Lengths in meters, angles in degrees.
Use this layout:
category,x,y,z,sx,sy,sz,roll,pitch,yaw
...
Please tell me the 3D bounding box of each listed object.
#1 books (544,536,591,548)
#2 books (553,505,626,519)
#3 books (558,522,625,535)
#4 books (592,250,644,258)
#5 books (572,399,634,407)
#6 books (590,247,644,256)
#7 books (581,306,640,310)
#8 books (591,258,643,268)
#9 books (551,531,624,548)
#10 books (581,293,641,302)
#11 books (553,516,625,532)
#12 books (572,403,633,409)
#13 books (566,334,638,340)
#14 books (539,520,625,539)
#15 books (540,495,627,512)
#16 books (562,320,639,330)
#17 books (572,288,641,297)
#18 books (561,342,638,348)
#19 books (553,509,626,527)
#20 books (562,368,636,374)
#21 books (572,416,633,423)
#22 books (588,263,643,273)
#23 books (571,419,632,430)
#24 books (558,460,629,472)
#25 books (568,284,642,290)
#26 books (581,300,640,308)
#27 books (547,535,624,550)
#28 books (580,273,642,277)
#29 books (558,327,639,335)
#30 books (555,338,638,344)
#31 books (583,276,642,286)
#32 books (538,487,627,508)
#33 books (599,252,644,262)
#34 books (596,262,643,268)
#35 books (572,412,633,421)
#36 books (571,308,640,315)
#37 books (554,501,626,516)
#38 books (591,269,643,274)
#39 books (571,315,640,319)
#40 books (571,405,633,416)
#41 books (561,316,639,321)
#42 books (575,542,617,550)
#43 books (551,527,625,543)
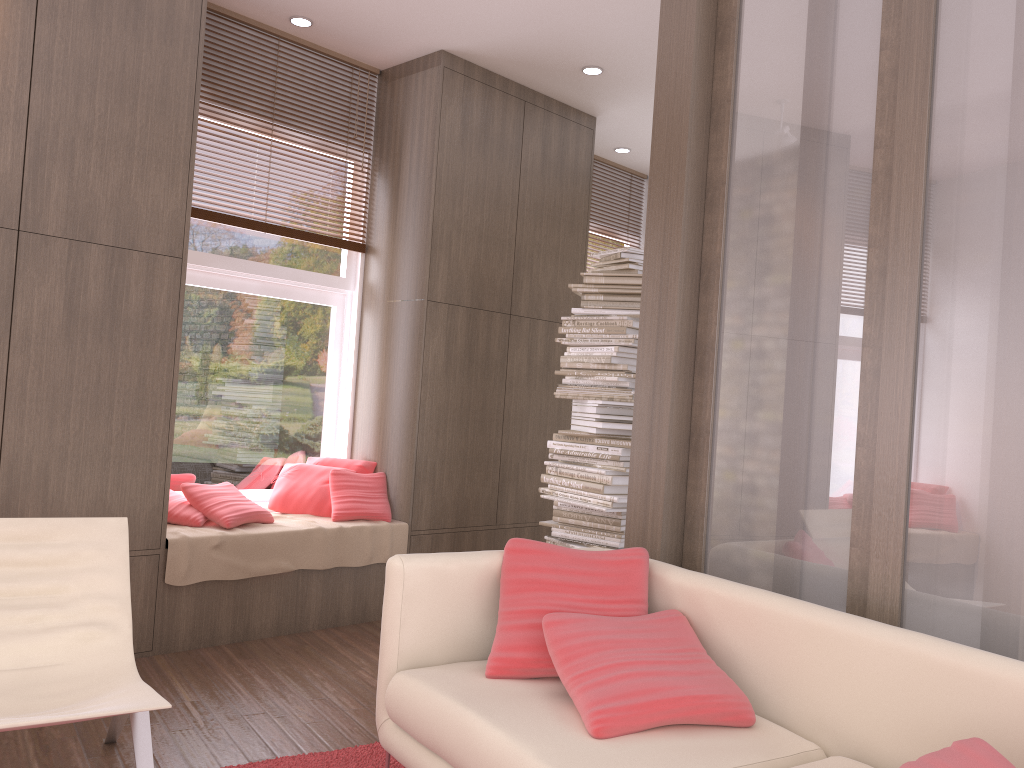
category,x,y,z,sx,sy,sz,roll,pitch,yaw
books,0.415,0.823,4.566,0.330,0.016,0.422,5,-1,-28
books,0.461,0.647,4.537,0.405,0.018,0.300,3,-2,37
books,0.472,0.730,4.539,0.385,0.008,0.274,3,-2,37
books,0.585,-0.660,4.582,0.216,0.008,0.277,5,-1,-33
books,0.535,0.101,4.557,0.326,0.018,0.500,4,-1,-13
books,0.581,-0.672,4.601,0.204,0.014,0.313,5,-1,-33
books,0.559,-0.377,4.581,0.351,0.010,0.284,4,-1,17
books,0.581,-0.617,4.596,0.202,0.015,0.303,5,-1,-33
books,0.452,0.782,4.527,0.396,0.024,0.310,3,-2,37
books,0.566,-0.436,4.620,0.371,0.036,0.211,4,-1,17
books,0.458,0.703,4.528,0.396,0.024,0.310,3,-2,37
books,0.537,0.117,4.586,0.345,0.010,0.443,4,-1,-13
books,0.549,-0.232,4.594,0.434,0.019,0.324,3,-2,37
books,0.423,0.741,4.561,0.488,0.018,0.296,3,-2,37
books,0.471,0.607,4.532,0.423,0.016,0.542,5,-1,-33
books,0.525,-0.298,4.627,0.416,0.035,0.323,3,-2,37
books,0.541,-0.467,4.604,0.412,0.019,0.259,4,-1,17
books,0.515,-0.194,4.578,0.416,0.012,0.324,3,-2,37
books,0.460,0.674,4.529,0.396,0.033,0.310,3,-2,37
books,0.488,-0.065,4.617,0.395,0.009,0.233,3,-1,32
books,0.503,0.187,4.594,0.294,0.013,0.413,4,-1,-13
books,0.574,-0.585,4.606,0.198,0.023,0.327,5,-1,-33
books,0.526,0.210,4.542,0.317,0.030,0.524,4,-1,-13
books,0.527,0.420,4.564,0.320,0.020,0.542,5,-1,-33
books,0.533,-0.489,4.613,0.435,0.019,0.248,4,-1,17
books,0.563,-0.398,4.620,0.371,0.036,0.211,4,-1,17
books,0.441,0.796,4.527,0.413,0.006,0.322,3,-2,37
books,0.564,-0.543,4.586,0.366,0.012,0.287,4,-1,17
books,0.496,-0.263,4.621,0.401,0.035,0.315,3,-2,37
books,0.503,-0.212,4.620,0.470,0.022,0.306,3,-2,37
books,0.571,-0.516,4.588,0.351,0.036,0.275,4,-1,17
books,0.474,0.585,4.590,0.399,0.028,0.612,5,-1,-33
books,0.593,-0.640,4.587,0.193,0.029,0.260,4,-1,-18
books,0.595,-0.602,4.587,0.258,0.010,0.183,3,-2,42
books,0.527,0.170,4.563,0.323,0.020,0.484,4,-1,-13
books,0.536,-0.359,4.597,0.404,0.026,0.266,4,-1,17
books,0.463,0.626,4.530,0.396,0.024,0.310,3,-2,37
books,0.578,-0.561,4.590,0.272,0.023,0.201,3,-2,37
books,0.549,-0.338,4.612,0.416,0.015,0.245,3,-2,37
books,0.514,0.141,4.594,0.308,0.036,0.417,4,-1,-13
books,0.504,-0.326,4.622,0.392,0.015,0.306,3,-2,37
books,0.455,0.809,4.536,0.264,0.016,0.448,5,-1,-28
books,0.453,0.760,4.534,0.405,0.018,0.300,3,-2,37
